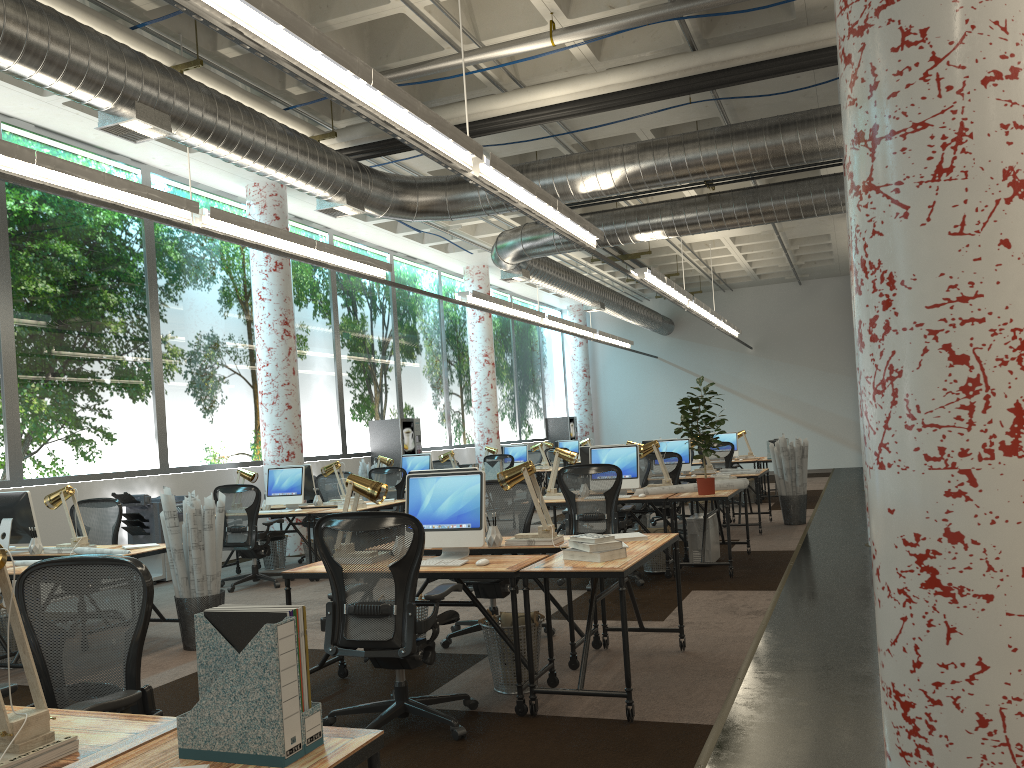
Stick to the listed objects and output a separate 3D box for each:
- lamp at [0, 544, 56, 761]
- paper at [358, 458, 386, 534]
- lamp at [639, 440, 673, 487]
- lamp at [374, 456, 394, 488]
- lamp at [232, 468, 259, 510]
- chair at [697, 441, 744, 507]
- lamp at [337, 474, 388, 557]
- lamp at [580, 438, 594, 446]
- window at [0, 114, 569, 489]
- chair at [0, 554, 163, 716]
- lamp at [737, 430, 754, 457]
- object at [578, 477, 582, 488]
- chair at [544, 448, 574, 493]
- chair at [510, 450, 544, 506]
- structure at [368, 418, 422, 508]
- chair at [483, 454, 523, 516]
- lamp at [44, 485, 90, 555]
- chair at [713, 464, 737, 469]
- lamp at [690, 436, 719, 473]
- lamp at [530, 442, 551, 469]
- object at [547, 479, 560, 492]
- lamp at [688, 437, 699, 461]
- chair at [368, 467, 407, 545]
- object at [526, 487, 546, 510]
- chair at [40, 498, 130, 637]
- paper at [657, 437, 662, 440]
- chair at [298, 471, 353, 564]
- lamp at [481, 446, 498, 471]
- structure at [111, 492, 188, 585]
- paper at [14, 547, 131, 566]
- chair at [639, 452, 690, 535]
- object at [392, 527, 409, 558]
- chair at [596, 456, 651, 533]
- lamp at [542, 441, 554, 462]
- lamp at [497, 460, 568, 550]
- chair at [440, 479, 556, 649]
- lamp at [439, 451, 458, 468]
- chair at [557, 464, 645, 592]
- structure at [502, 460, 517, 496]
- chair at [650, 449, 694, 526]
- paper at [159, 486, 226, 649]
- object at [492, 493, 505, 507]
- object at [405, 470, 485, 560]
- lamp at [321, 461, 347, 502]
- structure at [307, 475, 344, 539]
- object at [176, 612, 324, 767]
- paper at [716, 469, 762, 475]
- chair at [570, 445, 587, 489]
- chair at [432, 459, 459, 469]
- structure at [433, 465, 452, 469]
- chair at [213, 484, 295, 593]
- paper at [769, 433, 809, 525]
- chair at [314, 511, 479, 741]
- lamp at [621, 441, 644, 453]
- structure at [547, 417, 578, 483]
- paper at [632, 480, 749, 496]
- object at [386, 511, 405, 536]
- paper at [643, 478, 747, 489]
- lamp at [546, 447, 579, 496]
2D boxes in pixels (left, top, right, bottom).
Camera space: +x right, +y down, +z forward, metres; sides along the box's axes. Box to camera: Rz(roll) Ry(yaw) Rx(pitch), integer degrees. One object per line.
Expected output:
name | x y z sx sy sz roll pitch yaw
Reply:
lamp | -1.164 0.656 1.992 0.529 0.610 0.218 -5 -1 41
paper | -2.163 1.745 13.834 0.440 1.197 0.412 -4 -1 -1
lamp | 1.512 0.866 8.920 0.529 0.610 0.208 -5 -1 41
lamp | -1.938 1.351 12.953 0.529 0.610 0.208 -5 -1 41
lamp | -3.080 1.255 10.040 0.529 0.610 0.218 -5 -1 41
chair | 3.373 1.481 14.523 0.770 1.085 0.793 -4 -1 5
lamp | -0.932 0.825 5.122 0.529 0.610 0.218 -5 -1 41
lamp | 1.788 1.518 19.945 0.529 0.610 0.218 -5 -1 41
window | -3.232 -0.689 13.519 0.050 3.759 26.204 -4 -3 21
chair | -1.440 1.104 2.738 0.770 1.085 0.793 -4 -1 5
lamp | 4.138 1.104 15.534 0.529 0.610 0.218 -5 -1 41
object | 1.633 2.208 19.435 0.359 0.435 0.353 -4 -2 18
chair | 1.023 1.895 18.934 0.770 1.085 0.793 -4 -1 5
chair | 0.328 1.866 17.667 0.770 1.085 0.793 -4 -1 5
structure | -1.973 1.522 15.421 0.639 1.809 0.750 -4 -1 21
chair | -0.161 1.795 15.910 0.770 1.085 0.793 -4 -1 5
lamp | -3.370 1.082 6.774 0.529 0.610 0.208 -5 -1 41
chair | 3.862 1.553 16.281 0.770 1.085 0.793 -4 -1 5
lamp | 2.593 0.990 11.861 0.529 0.610 0.208 -5 -1 41
lamp | 0.604 1.418 16.921 0.529 0.610 0.218 -5 -1 41
object | 0.944 2.298 20.187 0.359 0.435 0.353 -4 -2 18
lamp | 3.046 1.161 15.273 0.529 0.610 0.218 -5 -1 41
chair | -1.614 1.672 12.198 0.770 1.085 0.793 -4 -1 5
object | -0.327 2.083 15.098 0.367 0.436 3.408 -5 -3 31
chair | -3.643 1.530 7.524 0.770 1.085 0.793 -4 -1 5
paper | 2.824 1.554 16.159 0.440 1.197 0.412 -4 -1 -1
chair | -2.264 1.647 11.047 0.770 1.085 0.793 -4 -1 5
lamp | -0.488 1.474 16.660 0.529 0.610 0.218 -5 -1 41
structure | -4.018 1.722 10.130 0.504 1.057 1.058 -4 -2 21
paper | -3.069 1.206 6.195 0.568 0.061 0.626 -5 -4 19
chair | 1.830 1.367 10.853 0.770 1.085 0.793 -4 -1 5
object | -0.646 0.904 5.138 0.101 0.209 0.101 -3 -1 -24
chair | 1.239 1.314 9.670 0.770 1.085 0.793 -4 -1 5
lamp | 0.696 1.574 19.684 0.529 0.610 0.218 -5 -1 41
lamp | 0.161 0.768 5.384 0.529 0.610 0.218 -5 -1 41
chair | -0.116 1.217 6.130 0.770 1.085 0.793 -4 -1 5
lamp | -0.848 1.295 13.210 0.529 0.610 0.218 -5 -1 41
chair | 0.749 1.243 7.912 0.770 1.085 0.793 -4 -1 5
structure | -0.203 2.045 19.881 0.504 1.057 1.058 -4 -2 21
chair | 2.320 1.438 12.611 0.770 1.085 0.793 -4 -1 5
paper | -2.325 1.323 6.485 0.440 1.197 0.412 -4 -1 -1
object | -0.240 2.198 17.162 0.359 0.435 0.353 -4 -2 18
object | -0.363 0.736 4.959 0.484 0.485 0.189 -4 -1 21
lamp | -1.991 1.199 10.297 0.529 0.610 0.208 -5 -1 41
structure | -2.840 1.822 13.146 0.504 1.057 1.058 -4 -2 21
object | -0.589 0.667 1.974 0.281 0.302 0.150 -4 -1 21
paper | 2.894 1.114 11.283 0.568 0.061 0.626 -5 -4 19
chair | 1.512 1.966 20.692 0.770 1.085 0.793 -4 -1 5
chair | -1.125 1.743 13.956 0.770 1.085 0.793 -4 -1 5
structure | -1.388 1.945 16.857 0.504 1.057 1.058 -4 -2 21
chair | -2.753 1.576 9.290 0.770 1.085 0.793 -4 -1 5
paper | 3.638 1.231 11.573 0.440 1.197 0.412 -4 -1 -1
chair | -0.605 1.145 4.372 0.770 1.085 0.793 -4 -1 5
lamp | 1.507 1.046 11.608 0.529 0.610 0.208 -5 -1 41
structure | 1.429 1.810 24.112 0.639 1.809 0.750 -4 -1 21
paper | 1.683 0.980 8.354 1.134 0.082 0.083 -4 -2 -4
object | -1.695 2.075 13.451 0.352 0.435 0.369 -3 -2 -33
paper | 1.745 0.986 8.510 1.133 0.082 0.083 -3 -2 -14
lamp | 0.422 0.922 8.662 0.529 0.610 0.218 -5 -1 41
